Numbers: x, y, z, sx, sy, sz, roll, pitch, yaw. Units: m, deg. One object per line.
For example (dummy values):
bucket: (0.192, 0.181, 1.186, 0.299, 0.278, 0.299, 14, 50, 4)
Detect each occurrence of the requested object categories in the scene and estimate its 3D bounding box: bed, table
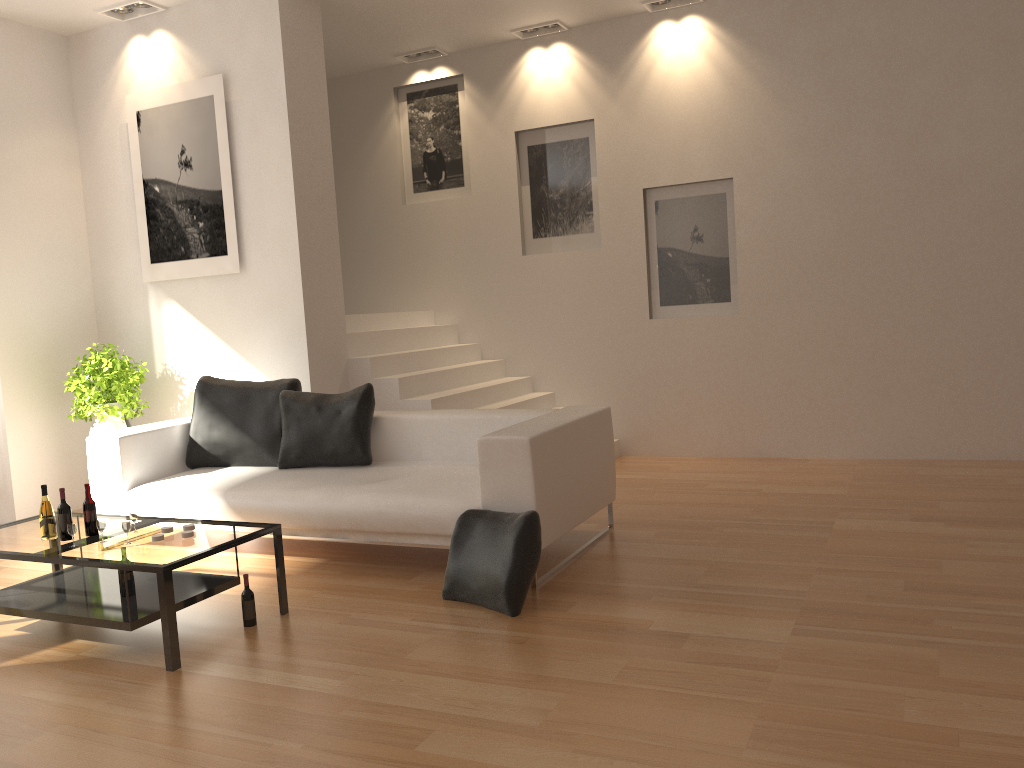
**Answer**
bed: (-1.028, 0.595, 5.419, 3.075, 0.761, 1.262, -2, 5, 25)
table: (-1.917, 0.935, 4.166, 1.566, 0.460, 0.709, -2, 5, 25)

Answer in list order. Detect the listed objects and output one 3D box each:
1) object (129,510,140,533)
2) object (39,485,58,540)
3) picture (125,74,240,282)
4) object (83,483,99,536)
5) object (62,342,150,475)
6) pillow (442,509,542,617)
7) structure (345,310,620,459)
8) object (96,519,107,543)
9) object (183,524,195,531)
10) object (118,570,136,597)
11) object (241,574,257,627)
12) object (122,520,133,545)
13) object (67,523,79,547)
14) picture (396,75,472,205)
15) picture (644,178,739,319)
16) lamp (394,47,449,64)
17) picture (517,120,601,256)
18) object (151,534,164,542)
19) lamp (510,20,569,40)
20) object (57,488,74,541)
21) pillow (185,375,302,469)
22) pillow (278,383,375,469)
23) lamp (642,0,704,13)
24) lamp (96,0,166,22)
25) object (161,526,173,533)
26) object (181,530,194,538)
object: (-1.769, 0.644, 4.154, 0.039, 0.101, 0.039, -5, 5, -17)
object: (-2.169, 0.598, 4.134, 0.068, 0.257, 0.067, 1, 6, 43)
picture: (-2.487, -1.518, 6.670, 0.979, 1.431, 0.004, -2, 5, 25)
object: (-1.978, 0.590, 4.153, 0.057, 0.248, 0.057, 1, 6, 43)
object: (-3.046, 0.337, 6.765, 0.570, 1.324, 0.631, 0, 6, 40)
pillow: (-0.074, 0.820, 4.167, 0.503, 0.457, 0.340, 1, 6, 44)
structure: (-1.561, 0.093, 7.998, 4.625, 1.403, 1.839, -2, 5, 25)
object: (-1.847, 0.662, 3.994, 0.039, 0.101, 0.039, -5, 5, -17)
object: (-1.493, 0.663, 4.098, 0.052, 0.021, 0.052, -3, 5, 3)
object: (-1.758, 0.860, 4.038, 0.065, 0.217, 0.065, -3, 5, 8)
object: (-1.196, 0.982, 4.019, 0.059, 0.244, 0.059, -4, 5, 2)
object: (-1.706, 0.658, 3.933, 0.039, 0.101, 0.039, -5, 5, -17)
object: (-1.956, 0.673, 3.949, 0.039, 0.101, 0.039, -6, 5, -22)
picture: (-0.738, -2.307, 8.435, 0.802, 1.155, 0.005, -2, 5, 25)
picture: (1.522, -1.125, 7.502, 0.802, 1.155, 0.005, -2, 5, 25)
lamp: (-0.841, -3.105, 8.175, 0.446, 0.166, 0.243, -2, 5, 25)
picture: (0.427, -1.744, 7.949, 0.802, 1.155, 0.005, -2, 5, 25)
object: (-1.570, 0.681, 3.934, 0.052, 0.021, 0.052, -8, 6, -42)
lamp: (0.235, -3.134, 7.665, 0.446, 0.166, 0.243, -2, 5, 25)
object: (-2.065, 0.601, 4.092, 0.059, 0.244, 0.059, -2, 5, 26)
pillow: (-1.771, 0.265, 5.893, 0.755, 0.666, 0.346, -3, 5, 11)
pillow: (-1.174, 0.272, 5.636, 0.628, 0.524, 0.270, -3, 5, 9)
lamp: (1.295, -3.163, 7.163, 0.446, 0.166, 0.243, -2, 5, 25)
lamp: (-2.830, -2.846, 6.573, 0.446, 0.166, 0.243, -2, 5, 25)
object: (-1.586, 0.671, 4.080, 0.052, 0.021, 0.052, -3, 5, 3)
object: (-1.450, 0.671, 3.964, 0.052, 0.021, 0.052, -3, 5, 3)
